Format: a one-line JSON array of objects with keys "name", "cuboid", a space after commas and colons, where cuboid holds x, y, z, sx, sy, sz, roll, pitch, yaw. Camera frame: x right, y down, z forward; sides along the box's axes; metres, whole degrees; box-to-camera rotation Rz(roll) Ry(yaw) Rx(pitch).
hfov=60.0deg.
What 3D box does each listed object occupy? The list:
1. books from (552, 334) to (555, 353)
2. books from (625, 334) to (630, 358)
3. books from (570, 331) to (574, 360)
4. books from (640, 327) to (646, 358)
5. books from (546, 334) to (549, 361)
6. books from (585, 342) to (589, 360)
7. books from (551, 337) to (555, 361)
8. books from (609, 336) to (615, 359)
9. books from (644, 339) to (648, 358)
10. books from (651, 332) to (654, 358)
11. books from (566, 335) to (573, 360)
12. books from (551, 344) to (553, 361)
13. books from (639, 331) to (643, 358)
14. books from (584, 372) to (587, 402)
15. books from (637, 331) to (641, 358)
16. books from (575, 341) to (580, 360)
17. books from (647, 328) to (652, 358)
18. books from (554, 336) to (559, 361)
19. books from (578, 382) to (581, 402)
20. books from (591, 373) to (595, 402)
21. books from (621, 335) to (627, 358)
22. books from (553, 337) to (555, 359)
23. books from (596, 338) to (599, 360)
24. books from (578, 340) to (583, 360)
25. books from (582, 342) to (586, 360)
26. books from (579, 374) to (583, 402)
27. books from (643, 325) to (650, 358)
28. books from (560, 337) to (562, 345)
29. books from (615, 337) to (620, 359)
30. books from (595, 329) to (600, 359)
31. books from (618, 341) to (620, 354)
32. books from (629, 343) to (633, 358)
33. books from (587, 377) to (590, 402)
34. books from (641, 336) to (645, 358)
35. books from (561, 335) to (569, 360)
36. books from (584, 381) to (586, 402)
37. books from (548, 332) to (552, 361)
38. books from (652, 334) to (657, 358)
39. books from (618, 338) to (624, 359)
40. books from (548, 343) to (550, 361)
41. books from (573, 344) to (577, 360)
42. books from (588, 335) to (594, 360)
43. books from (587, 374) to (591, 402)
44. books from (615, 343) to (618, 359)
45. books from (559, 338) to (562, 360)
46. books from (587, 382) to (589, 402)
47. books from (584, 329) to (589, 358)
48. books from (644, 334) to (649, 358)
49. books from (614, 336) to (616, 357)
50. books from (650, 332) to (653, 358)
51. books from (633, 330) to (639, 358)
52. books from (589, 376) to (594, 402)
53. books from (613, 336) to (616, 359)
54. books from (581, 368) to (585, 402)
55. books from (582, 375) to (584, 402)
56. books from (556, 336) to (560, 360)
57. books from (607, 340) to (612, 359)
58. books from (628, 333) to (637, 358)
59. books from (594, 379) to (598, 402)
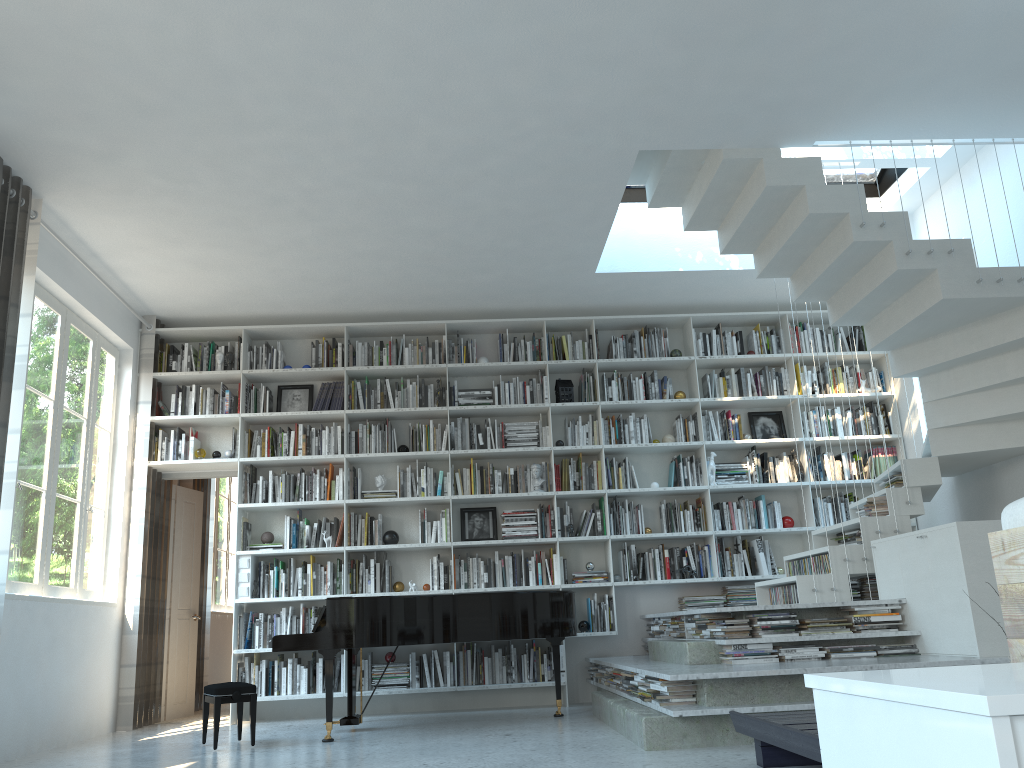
[{"name": "books", "cuboid": [0.360, -0.273, 7.666, 0.007, 0.278, 0.150, -2, -15, -3]}, {"name": "books", "cuboid": [0.991, -0.282, 7.701, 0.021, 0.255, 0.169, -2, -15, -3]}, {"name": "books", "cuboid": [0.515, -0.290, 7.665, 0.010, 0.296, 0.168, -2, -15, -3]}, {"name": "books", "cuboid": [1.134, -0.315, 7.710, 0.006, 0.311, 0.179, -2, -15, -3]}, {"name": "books", "cuboid": [0.301, -0.274, 7.650, 0.008, 0.278, 0.171, -2, -15, -3]}, {"name": "books", "cuboid": [0.636, -0.242, 7.666, 0.022, 0.193, 0.182, -2, -15, -3]}, {"name": "books", "cuboid": [0.349, -0.261, 7.634, 0.007, 0.238, 0.192, -2, -15, -3]}, {"name": "books", "cuboid": [0.864, -0.275, 7.681, 0.009, 0.243, 0.173, -2, -15, -3]}, {"name": "books", "cuboid": [1.149, -0.267, 7.681, 0.018, 0.200, 0.189, -2, -15, -3]}, {"name": "books", "cuboid": [1.208, -0.298, 7.715, 0.008, 0.274, 0.163, -2, -15, -3]}, {"name": "books", "cuboid": [0.495, -0.274, 7.678, 0.030, 0.273, 0.152, -2, -15, -3]}, {"name": "books", "cuboid": [0.338, -0.231, 7.652, 0.015, 0.192, 0.160, -2, -15, -3]}, {"name": "books", "cuboid": [1.109, -0.298, 7.718, 0.007, 0.284, 0.160, -2, -15, -3]}, {"name": "books", "cuboid": [0.626, 0.061, 7.568, 0.021, 0.287, 0.179, -2, -15, -3]}, {"name": "books", "cuboid": [1.091, -0.301, 7.723, 0.017, 0.294, 0.139, -2, -15, -3]}, {"name": "books", "cuboid": [0.557, -0.246, 7.653, 0.024, 0.201, 0.180, -2, -15, -3]}, {"name": "books", "cuboid": [1.178, -0.316, 7.693, 0.015, 0.298, 0.183, -2, -15, -3]}, {"name": "books", "cuboid": [0.381, -0.267, 7.655, 0.034, 0.260, 0.158, -2, -15, -3]}, {"name": "books", "cuboid": [0.579, 0.105, 7.580, 0.019, 0.213, 0.156, -2, -15, -3]}, {"name": "books", "cuboid": [0.693, 0.065, 7.601, 0.005, 0.291, 0.131, -2, -15, -3]}, {"name": "books", "cuboid": [0.965, -0.281, 7.697, 0.030, 0.254, 0.161, -2, -15, -3]}, {"name": "books", "cuboid": [0.354, -0.267, 7.652, 0.006, 0.259, 0.166, -2, -15, -3]}, {"name": "books", "cuboid": [0.715, -0.264, 7.668, 0.033, 0.229, 0.176, -2, -15, -3]}, {"name": "books", "cuboid": [0.585, -0.253, 7.653, 0.031, 0.212, 0.170, -2, -15, -3]}, {"name": "books", "cuboid": [0.612, -0.244, 7.673, 0.025, 0.203, 0.162, -2, -15, -3]}, {"name": "books", "cuboid": [0.587, 0.068, 7.556, 0.021, 0.271, 0.191, -2, -15, -3]}, {"name": "books", "cuboid": [1.166, -0.325, 7.712, 0.007, 0.328, 0.184, -2, -15, -3]}, {"name": "books", "cuboid": [0.423, -0.263, 7.683, 0.007, 0.263, 0.133, -2, -15, -3]}, {"name": "books", "cuboid": [0.907, -0.270, 7.678, 0.013, 0.229, 0.174, -2, -15, -3]}, {"name": "books", "cuboid": [0.735, -0.303, 7.671, 0.019, 0.303, 0.176, -2, -15, -3]}, {"name": "books", "cuboid": [0.917, -0.252, 7.702, 0.009, 0.205, 0.146, -2, -15, -3]}, {"name": "books", "cuboid": [1.018, -0.246, 7.711, 0.031, 0.190, 0.133, -2, -15, -3]}, {"name": "books", "cuboid": [0.648, 0.079, 7.574, 0.005, 0.254, 0.159, -2, -15, -3]}, {"name": "books", "cuboid": [1.124, -0.277, 7.693, 0.018, 0.230, 0.160, -2, -15, -3]}, {"name": "books", "cuboid": [0.455, -0.268, 7.653, 0.054, 0.254, 0.191, -2, -15, -3]}, {"name": "books", "cuboid": [0.616, 0.102, 7.579, 0.024, 0.216, 0.169, -2, -15, -3]}, {"name": "books", "cuboid": [0.324, -0.283, 7.659, 0.007, 0.297, 0.181, -2, -15, -3]}, {"name": "books", "cuboid": [1.224, -0.288, 7.712, 0.024, 0.251, 0.150, -2, -15, -3]}, {"name": "books", "cuboid": [0.937, -0.266, 7.692, 0.028, 0.225, 0.164, -2, -15, -3]}, {"name": "books", "cuboid": [0.314, -0.233, 7.663, 0.016, 0.204, 0.143, -2, -15, -3]}, {"name": "books", "cuboid": [0.534, -0.235, 7.648, 0.022, 0.179, 0.173, -2, -15, -3]}, {"name": "books", "cuboid": [0.673, -0.276, 7.661, 0.029, 0.252, 0.187, -2, -15, -3]}, {"name": "books", "cuboid": [0.655, 0.070, 7.605, 0.013, 0.288, 0.132, -2, -15, -3]}, {"name": "books", "cuboid": [0.897, -0.245, 7.683, 0.009, 0.183, 0.160, -2, -15, -3]}, {"name": "books", "cuboid": [0.414, -0.258, 7.644, 0.015, 0.233, 0.171, -2, -15, -3]}, {"name": "books", "cuboid": [0.640, 0.103, 7.577, 0.013, 0.210, 0.140, -2, -15, -3]}, {"name": "books", "cuboid": [0.649, -0.303, 7.701, 0.012, 0.328, 0.129, -2, -15, -3]}, {"name": "books", "cuboid": [1.160, -0.287, 7.703, 0.008, 0.250, 0.170, -2, -15, -3]}, {"name": "books", "cuboid": [0.884, -0.276, 7.701, 0.012, 0.254, 0.134, -2, -15, -3]}, {"name": "books", "cuboid": [1.197, -0.300, 7.718, 0.012, 0.279, 0.144, -2, -15, -3]}, {"name": "books", "cuboid": [1.072, -0.302, 7.710, 0.024, 0.291, 0.168, -2, -15, -3]}, {"name": "books", "cuboid": [0.671, 0.078, 7.561, 0.013, 0.247, 0.187, -2, -15, -3]}, {"name": "books", "cuboid": [0.873, -0.273, 7.690, 0.011, 0.243, 0.173, -2, -15, -3]}, {"name": "books", "cuboid": [0.608, 0.043, 7.594, 0.025, 0.338, 0.143, -2, -15, -3]}, {"name": "books", "cuboid": [0.602, 0.072, 7.570, 0.022, 0.271, 0.182, -2, -15, -3]}, {"name": "books", "cuboid": [0.401, -0.266, 7.664, 0.008, 0.261, 0.142, -2, -15, -3]}, {"name": "books", "cuboid": [0.838, -0.257, 7.668, 0.046, 0.206, 0.184, -2, -15, -3]}, {"name": "books", "cuboid": [1.048, -0.291, 7.682, 0.028, 0.257, 0.185, -2, -15, -3]}, {"name": "books", "cuboid": [0.703, 0.093, 7.558, 0.008, 0.213, 0.224, -2, -15, -3]}]
